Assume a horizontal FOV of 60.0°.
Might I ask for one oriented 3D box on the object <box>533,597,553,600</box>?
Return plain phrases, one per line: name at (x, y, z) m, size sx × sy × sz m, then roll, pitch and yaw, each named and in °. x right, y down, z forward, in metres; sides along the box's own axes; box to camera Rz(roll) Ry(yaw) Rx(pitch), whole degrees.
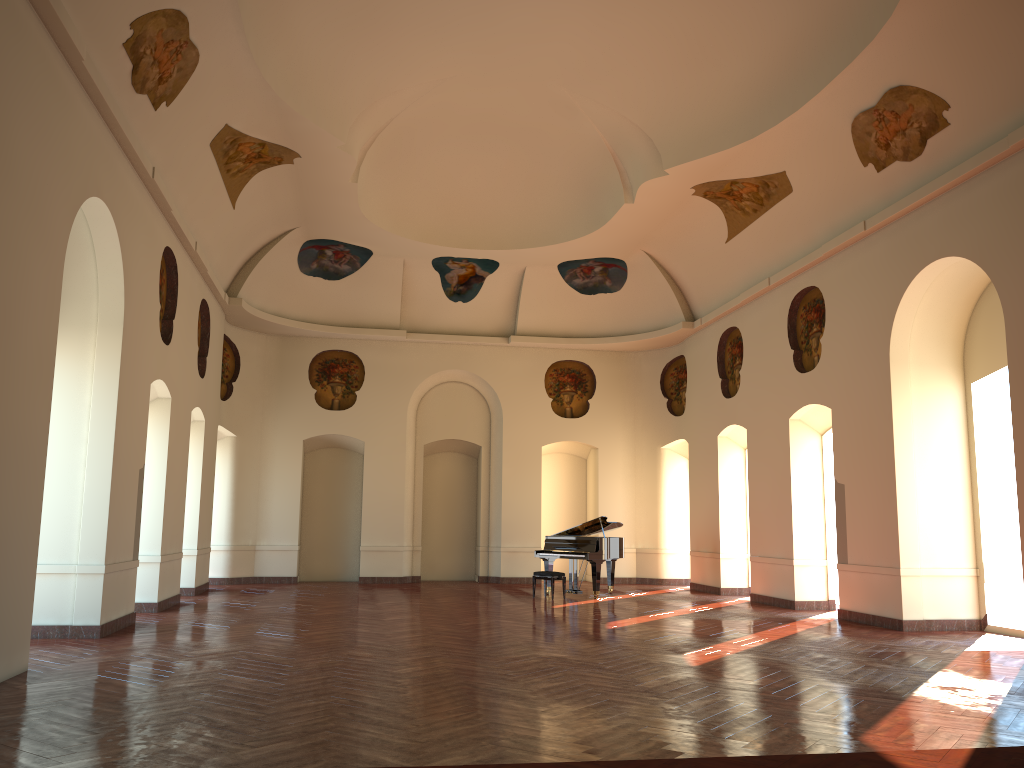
object at (0.654, 3.787, 15.680) m, size 0.302 × 0.006 × 0.520 m, roll 8°, pitch -12°, yaw -39°
